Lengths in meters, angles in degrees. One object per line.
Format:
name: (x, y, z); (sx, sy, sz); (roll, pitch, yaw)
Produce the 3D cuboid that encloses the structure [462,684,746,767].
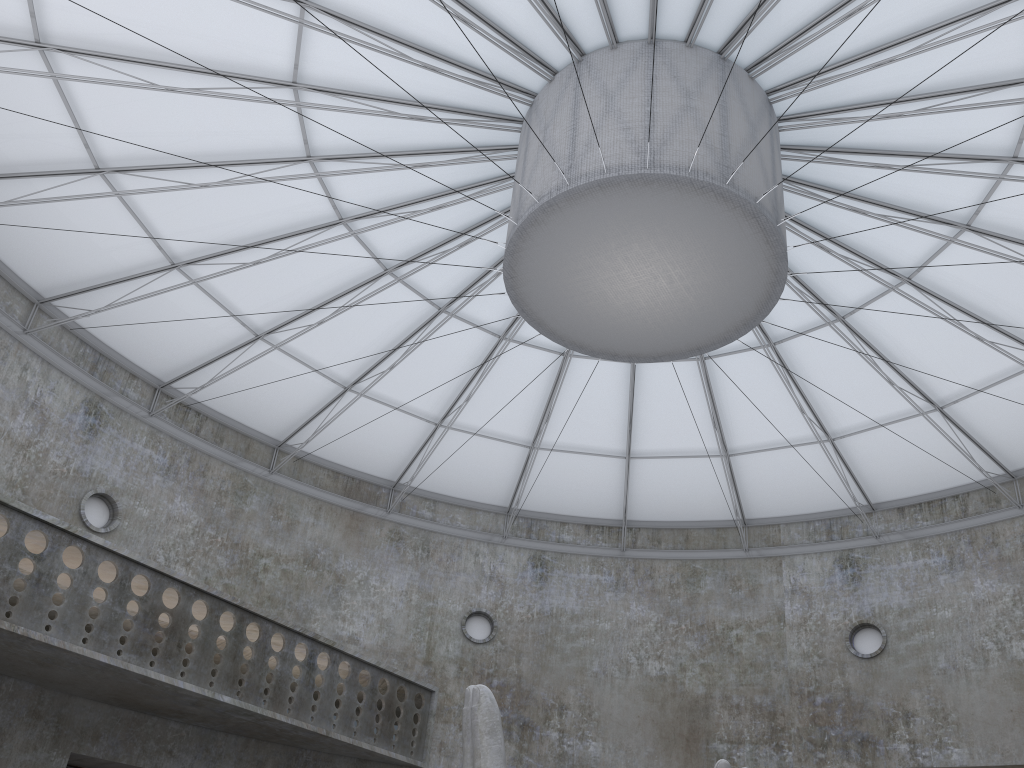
structure: (3.751, 7.566, 13.910); (10.727, 5.566, 16.023); (9, -32, -5)
